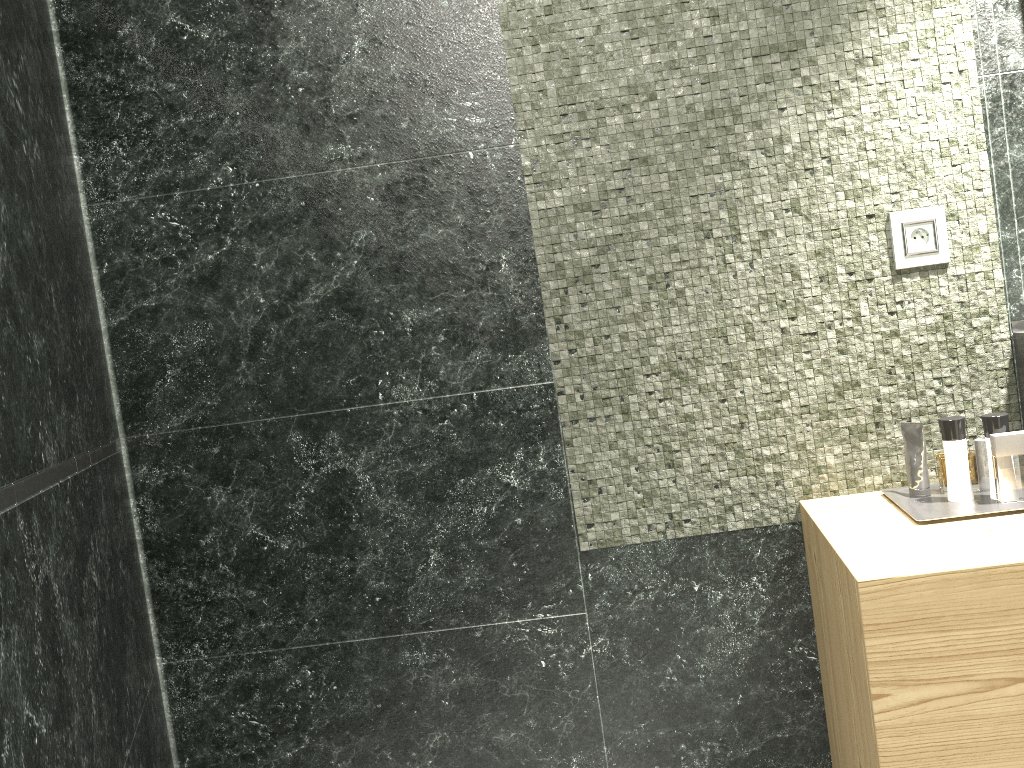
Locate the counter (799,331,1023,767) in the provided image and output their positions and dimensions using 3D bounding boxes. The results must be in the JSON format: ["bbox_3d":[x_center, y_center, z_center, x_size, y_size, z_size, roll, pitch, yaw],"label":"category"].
[{"bbox_3d":[1.285,0.407,1.686,1.314,1.052,0.649,-8,3,4],"label":"counter"}]

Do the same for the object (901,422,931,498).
[{"bbox_3d":[0.878,0.163,1.898,0.044,0.163,0.046,-7,3,13],"label":"object"}]

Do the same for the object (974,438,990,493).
[{"bbox_3d":[1.025,0.152,1.850,0.083,0.153,0.032,-8,3,4],"label":"object"}]

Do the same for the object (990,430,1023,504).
[{"bbox_3d":[1.007,0.165,1.742,0.083,0.136,0.032,-8,3,7],"label":"object"}]

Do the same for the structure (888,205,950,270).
[{"bbox_3d":[0.919,-0.330,1.968,0.122,0.129,0.017,-8,3,2],"label":"structure"}]

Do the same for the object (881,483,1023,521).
[{"bbox_3d":[0.957,0.234,1.810,0.312,0.011,0.321,-7,2,7],"label":"object"}]

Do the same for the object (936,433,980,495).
[{"bbox_3d":[0.966,0.167,1.892,0.082,0.133,0.058,-7,3,11],"label":"object"}]
